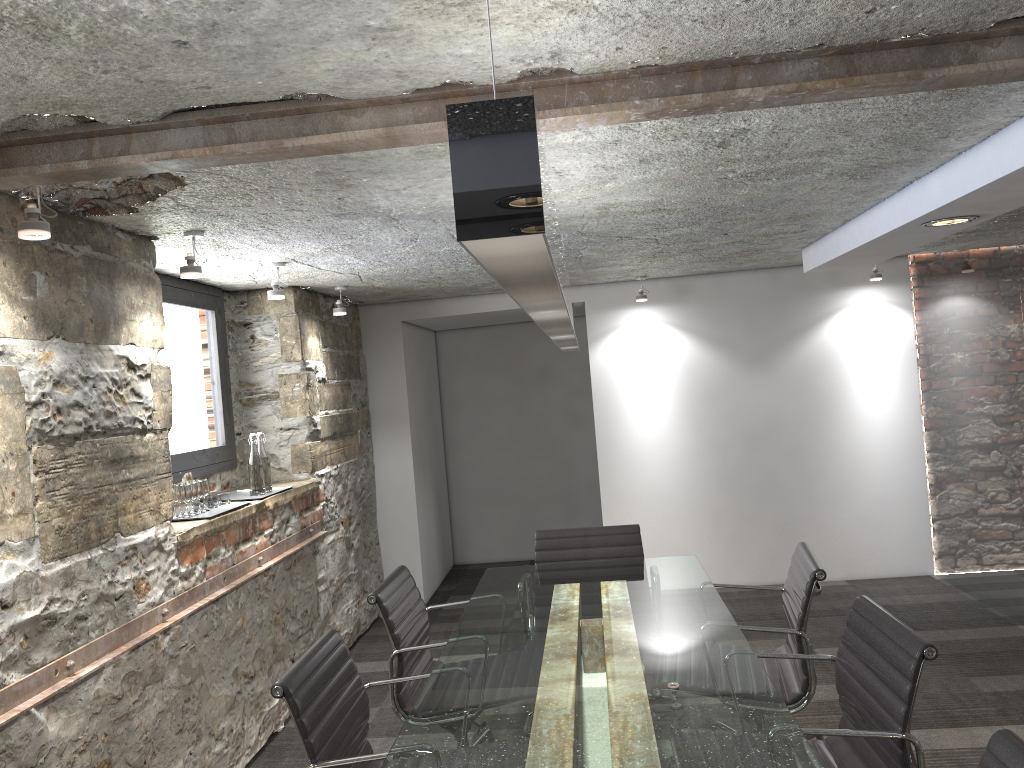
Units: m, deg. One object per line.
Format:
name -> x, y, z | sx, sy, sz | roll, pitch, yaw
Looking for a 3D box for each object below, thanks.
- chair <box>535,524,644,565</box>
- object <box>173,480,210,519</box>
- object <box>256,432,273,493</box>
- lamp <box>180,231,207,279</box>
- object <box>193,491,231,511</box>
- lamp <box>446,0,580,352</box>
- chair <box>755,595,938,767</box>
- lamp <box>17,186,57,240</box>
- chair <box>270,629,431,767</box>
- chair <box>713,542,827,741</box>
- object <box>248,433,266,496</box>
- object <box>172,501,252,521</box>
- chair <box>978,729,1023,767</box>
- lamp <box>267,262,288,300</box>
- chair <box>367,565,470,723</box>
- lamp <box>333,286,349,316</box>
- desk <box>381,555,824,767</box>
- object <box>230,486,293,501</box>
chair -> 0.343, 1.066, 3.728 | 0.693, 0.837, 0.667 | -5, 0, -3
object -> -1.334, 0.474, 3.660 | 0.108, 0.131, 0.218 | -5, 0, 3
object -> -1.230, 0.387, 4.371 | 0.073, 0.300, 0.073 | -5, 0, -27
lamp -> -1.153, -0.466, 3.200 | 0.077, 0.165, 0.098 | -5, 0, 38
object -> -1.320, 0.502, 3.875 | 0.111, 0.072, 0.191 | -5, 0, 12
lamp -> 0.104, -0.391, 2.294 | 0.073, 0.524, 3.159 | -5, 0, 5
chair -> 0.732, 1.034, 2.280 | 0.667, 0.837, 0.693 | -5, 0, -5
lamp -> -1.230, -0.459, 2.295 | 0.077, 0.165, 0.098 | -5, 0, 38
chair -> -0.241, 1.114, 2.348 | 0.667, 0.837, 0.693 | -5, 0, -5
chair -> 0.801, 1.028, 3.124 | 0.667, 0.837, 0.693 | -5, 0, 3
object -> -1.238, 0.387, 4.278 | 0.073, 0.300, 0.073 | -5, 0, -26
object -> -1.334, 0.542, 3.764 | 0.310, 0.007, 0.457 | -5, 0, 5
chair -> 0.604, 1.044, 1.347 | 0.667, 0.837, 0.693 | -5, 0, -4
lamp -> -1.078, -0.472, 4.068 | 0.077, 0.165, 0.098 | -5, 0, 38
chair -> -0.149, 1.106, 3.223 | 0.667, 0.837, 0.693 | -5, 0, -4
lamp -> -0.989, -0.479, 5.107 | 0.077, 0.165, 0.098 | -5, 0, 38
desk -> 0.234, 1.139, 2.295 | 0.909, 0.711, 3.154 | -5, 0, 5
object -> -1.286, 0.538, 4.325 | 0.310, 0.007, 0.457 | -5, 0, 5
